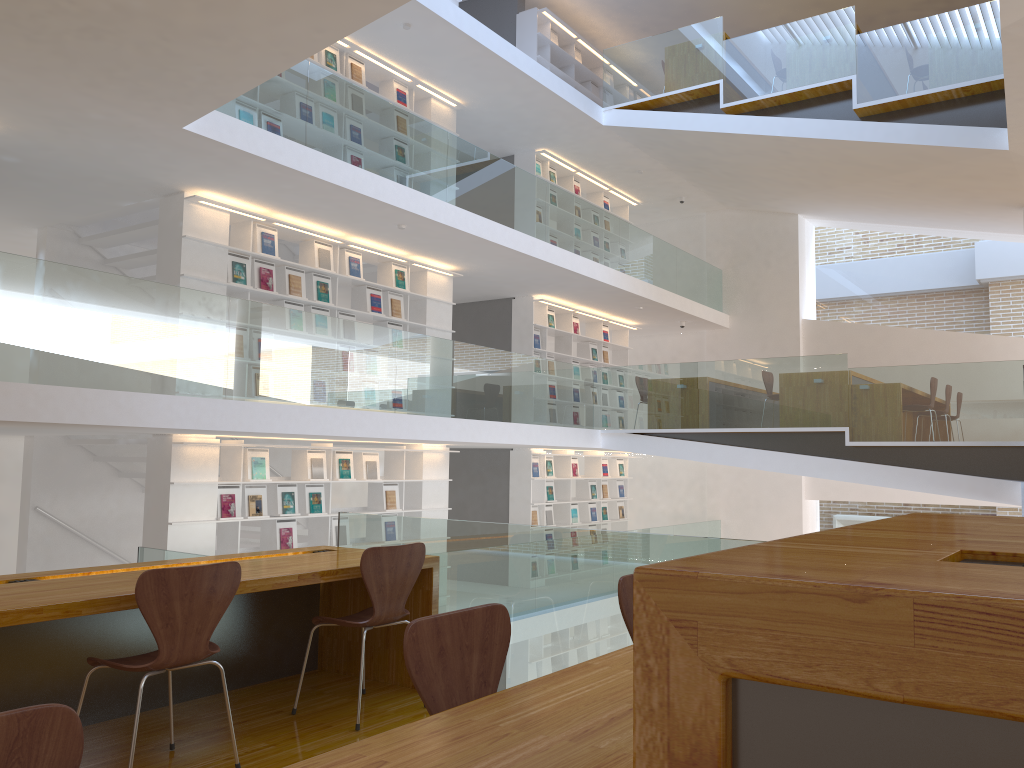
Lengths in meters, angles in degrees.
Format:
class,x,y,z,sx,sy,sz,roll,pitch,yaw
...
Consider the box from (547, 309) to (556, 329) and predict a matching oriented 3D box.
class,x,y,z,sx,sy,sz,roll,pitch,yaw
box,0.468,-0.900,12.464,0.274,0.296,0.245,-3,-6,34

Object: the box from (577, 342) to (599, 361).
class,x,y,z,sx,sy,sz,roll,pitch,yaw
box,1.163,-0.471,13.452,0.274,0.296,0.245,-3,-6,34

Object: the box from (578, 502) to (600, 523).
class,x,y,z,sx,sy,sz,roll,pitch,yaw
box,1.129,1.908,13.239,0.274,0.296,0.245,-3,-6,34

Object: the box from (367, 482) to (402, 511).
class,x,y,z,sx,sy,sz,roll,pitch,yaw
box,-1.364,1.210,9.528,0.274,0.296,0.245,-3,-6,34

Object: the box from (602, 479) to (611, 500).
class,x,y,z,sx,sy,sz,roll,pitch,yaw
box,1.338,1.610,13.565,0.274,0.296,0.245,-3,-6,34

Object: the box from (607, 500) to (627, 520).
class,x,y,z,sx,sy,sz,roll,pitch,yaw
box,1.638,1.981,13.978,0.274,0.296,0.245,-3,-6,34

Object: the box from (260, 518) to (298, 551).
class,x,y,z,sx,sy,sz,roll,pitch,yaw
box,-2.175,1.414,8.328,0.274,0.296,0.245,-3,-6,34

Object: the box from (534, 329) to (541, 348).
class,x,y,z,sx,sy,sz,roll,pitch,yaw
box,0.249,-0.604,12.123,0.274,0.296,0.245,-3,-6,34

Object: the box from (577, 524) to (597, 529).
class,x,y,z,sx,sy,sz,roll,pitch,yaw
box,1.132,2.236,13.220,0.274,0.296,0.245,-3,-6,34

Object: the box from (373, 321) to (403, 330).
class,x,y,z,sx,sy,sz,roll,pitch,yaw
box,-1.338,-0.515,9.684,0.274,0.296,0.245,-3,-6,34

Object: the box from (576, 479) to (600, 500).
class,x,y,z,sx,sy,sz,roll,pitch,yaw
box,1.133,1.581,13.268,0.274,0.296,0.245,-3,-6,34

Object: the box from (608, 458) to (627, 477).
class,x,y,z,sx,sy,sz,roll,pitch,yaw
box,1.640,1.326,14.026,0.274,0.296,0.245,-3,-6,34

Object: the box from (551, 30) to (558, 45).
class,x,y,z,sx,sy,sz,roll,pitch,yaw
box,0.527,-4.945,12.827,0.274,0.296,0.245,-3,-6,34

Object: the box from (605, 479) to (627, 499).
class,x,y,z,sx,sy,sz,roll,pitch,yaw
box,1.635,1.652,13.996,0.274,0.296,0.245,-3,-6,34

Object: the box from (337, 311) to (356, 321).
class,x,y,z,sx,sy,sz,roll,pitch,yaw
box,-1.748,-0.574,9.090,0.274,0.296,0.245,-3,-6,34

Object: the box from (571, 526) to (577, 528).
class,x,y,z,sx,sy,sz,roll,pitch,yaw
box,0.812,2.190,12.756,0.274,0.296,0.245,-3,-6,34

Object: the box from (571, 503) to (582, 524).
class,x,y,z,sx,sy,sz,roll,pitch,yaw
box,0.825,1.864,12.797,0.274,0.296,0.245,-3,-6,34

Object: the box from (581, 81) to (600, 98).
class,x,y,z,sx,sy,sz,roll,pitch,yaw
box,1.222,-4.517,13.814,0.274,0.296,0.245,-3,-6,34

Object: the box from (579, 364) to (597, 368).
class,x,y,z,sx,sy,sz,roll,pitch,yaw
box,1.158,-0.145,13.422,0.274,0.296,0.245,-3,-6,34

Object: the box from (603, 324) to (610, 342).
class,x,y,z,sx,sy,sz,roll,pitch,yaw
box,1.372,-0.769,13.778,0.274,0.296,0.245,-3,-6,34

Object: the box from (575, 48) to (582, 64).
class,x,y,z,sx,sy,sz,roll,pitch,yaw
box,0.912,-4.891,13.383,0.274,0.296,0.245,-3,-6,34

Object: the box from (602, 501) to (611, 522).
class,x,y,z,sx,sy,sz,roll,pitch,yaw
box,1.328,1.936,13.528,0.274,0.296,0.245,-3,-6,34

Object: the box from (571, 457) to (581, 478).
class,x,y,z,sx,sy,sz,roll,pitch,yaw
box,0.824,1.207,12.836,0.274,0.296,0.245,-3,-6,34

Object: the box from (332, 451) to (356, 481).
class,x,y,z,sx,sy,sz,roll,pitch,yaw
box,-1.759,0.825,8.977,0.274,0.296,0.245,-3,-6,34

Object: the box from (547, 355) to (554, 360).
class,x,y,z,sx,sy,sz,roll,pitch,yaw
box,0.460,-0.246,12.407,0.274,0.296,0.245,-3,-6,34

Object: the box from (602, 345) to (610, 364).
class,x,y,z,sx,sy,sz,roll,pitch,yaw
box,1.368,-0.443,13.749,0.274,0.296,0.245,-3,-6,34

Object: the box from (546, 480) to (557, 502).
class,x,y,z,sx,sy,sz,roll,pitch,yaw
box,0.448,1.477,12.272,0.274,0.296,0.245,-3,-6,34

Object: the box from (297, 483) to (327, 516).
class,x,y,z,sx,sy,sz,roll,pitch,yaw
box,-1.979,1.121,8.636,0.274,0.296,0.245,-3,-6,34

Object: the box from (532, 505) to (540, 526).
class,x,y,z,sx,sy,sz,roll,pitch,yaw
box,0.218,1.776,11.915,0.274,0.296,0.245,-3,-6,34

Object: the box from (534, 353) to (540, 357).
class,x,y,z,sx,sy,sz,roll,pitch,yaw
box,0.247,-0.276,12.099,0.274,0.296,0.245,-3,-6,34

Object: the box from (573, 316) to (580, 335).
class,x,y,z,sx,sy,sz,roll,pitch,yaw
box,0.854,-0.846,13.020,0.274,0.296,0.245,-3,-6,34

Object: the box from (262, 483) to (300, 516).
class,x,y,z,sx,sy,sz,roll,pitch,yaw
box,-2.174,1.086,8.353,0.274,0.296,0.245,-3,-6,34

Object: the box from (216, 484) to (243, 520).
class,x,y,z,sx,sy,sz,roll,pitch,yaw
box,-2.548,1.038,7.809,0.274,0.296,0.245,-3,-6,34

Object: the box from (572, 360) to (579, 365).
class,x,y,z,sx,sy,sz,roll,pitch,yaw
box,0.854,-0.189,12.981,0.274,0.296,0.245,-3,-6,34

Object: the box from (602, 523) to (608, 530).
class,x,y,z,sx,sy,sz,roll,pitch,yaw
box,1.334,2.266,13.514,0.274,0.296,0.245,-3,-6,34

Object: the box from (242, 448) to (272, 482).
class,x,y,z,sx,sy,sz,roll,pitch,yaw
box,-2.371,0.736,8.088,0.274,0.296,0.245,-3,-6,34

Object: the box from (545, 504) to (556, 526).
class,x,y,z,sx,sy,sz,roll,pitch,yaw
box,0.430,1.807,12.223,0.274,0.296,0.245,-3,-6,34

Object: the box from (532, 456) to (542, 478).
class,x,y,z,sx,sy,sz,roll,pitch,yaw
box,0.228,1.125,11.974,0.274,0.296,0.245,-3,-6,34

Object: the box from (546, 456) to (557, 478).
class,x,y,z,sx,sy,sz,roll,pitch,yaw
box,0.439,1.153,12.281,0.274,0.296,0.245,-3,-6,34

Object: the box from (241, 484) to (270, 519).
class,x,y,z,sx,sy,sz,roll,pitch,yaw
box,-2.386,1.064,8.065,0.274,0.296,0.245,-3,-6,34

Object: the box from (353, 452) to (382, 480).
class,x,y,z,sx,sy,sz,roll,pitch,yaw
box,-3.504,2.312,6.311,0.498,3.764,7.125,-3,-6,34

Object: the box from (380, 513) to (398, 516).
class,x,y,z,sx,sy,sz,roll,pitch,yaw
box,-1.368,1.537,9.500,0.274,0.296,0.245,-3,-6,34

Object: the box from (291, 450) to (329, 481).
class,x,y,z,sx,sy,sz,roll,pitch,yaw
box,-1.970,0.794,8.671,0.274,0.296,0.245,-3,-6,34

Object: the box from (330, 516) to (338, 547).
class,x,y,z,sx,sy,sz,roll,pitch,yaw
box,-1.777,1.478,8.906,0.274,0.296,0.245,-3,-6,34

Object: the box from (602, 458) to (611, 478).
class,x,y,z,sx,sy,sz,roll,pitch,yaw
box,1.343,1.283,13.594,0.274,0.296,0.245,-3,-6,34
